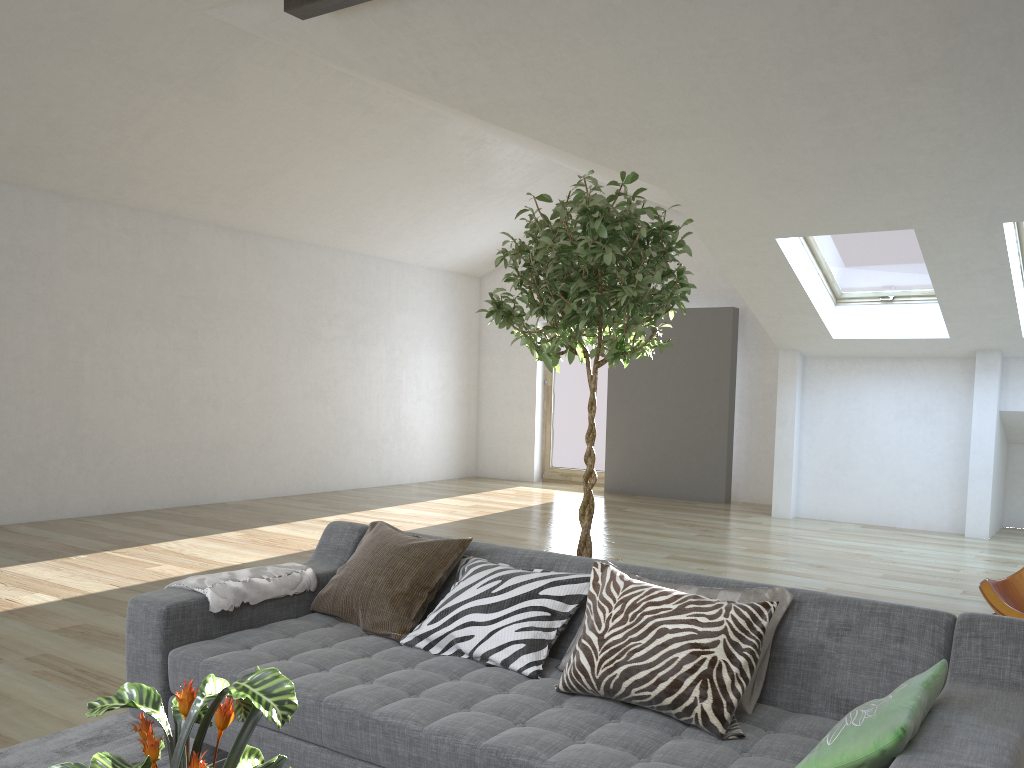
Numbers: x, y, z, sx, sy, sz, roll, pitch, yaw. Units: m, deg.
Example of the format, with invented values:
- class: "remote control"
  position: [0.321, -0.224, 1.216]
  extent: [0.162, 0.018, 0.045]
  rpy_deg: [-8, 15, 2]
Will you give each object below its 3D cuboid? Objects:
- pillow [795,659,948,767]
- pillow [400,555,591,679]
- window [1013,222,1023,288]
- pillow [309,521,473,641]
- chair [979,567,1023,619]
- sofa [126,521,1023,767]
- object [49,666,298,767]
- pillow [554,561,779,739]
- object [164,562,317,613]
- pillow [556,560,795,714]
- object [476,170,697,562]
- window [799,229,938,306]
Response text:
- class: "pillow"
  position: [0.789, 0.750, 1.946]
  extent: [0.228, 0.262, 0.441]
  rpy_deg: [3, 2, 36]
- class: "pillow"
  position: [-0.042, 0.723, 2.799]
  extent: [0.559, 0.285, 0.357]
  rpy_deg: [2, 1, 34]
- class: "window"
  position: [4.436, -1.025, 6.750]
  extent: [1.469, 0.732, 1.897]
  rpy_deg: [2, 0, 34]
- class: "pillow"
  position: [-0.444, 0.682, 3.115]
  extent: [0.576, 0.339, 0.308]
  rpy_deg: [2, 2, 44]
- class: "chair"
  position: [2.362, 0.963, 3.680]
  extent: [0.715, 0.726, 0.654]
  rpy_deg: [1, 2, -25]
- class: "sofa"
  position: [0.070, 0.899, 2.576]
  extent: [2.458, 0.687, 1.022]
  rpy_deg: [2, 1, 34]
- class: "object"
  position: [-0.476, 0.675, 1.314]
  extent: [0.377, 0.528, 0.434]
  rpy_deg: [2, 2, 9]
- class: "pillow"
  position: [0.400, 0.684, 2.351]
  extent: [0.556, 0.342, 0.280]
  rpy_deg: [2, 2, 38]
- class: "object"
  position: [-0.954, 0.846, 3.104]
  extent: [0.357, 0.421, 0.480]
  rpy_deg: [3, 2, 37]
- class: "pillow"
  position: [0.443, 0.712, 2.533]
  extent: [0.641, 0.320, 0.262]
  rpy_deg: [2, 2, 34]
- class: "object"
  position: [0.258, 0.240, 3.324]
  extent: [0.801, 2.030, 0.808]
  rpy_deg: [2, 4, 13]
- class: "window"
  position: [3.113, -1.057, 7.620]
  extent: [1.469, 0.732, 1.897]
  rpy_deg: [2, 0, 34]
